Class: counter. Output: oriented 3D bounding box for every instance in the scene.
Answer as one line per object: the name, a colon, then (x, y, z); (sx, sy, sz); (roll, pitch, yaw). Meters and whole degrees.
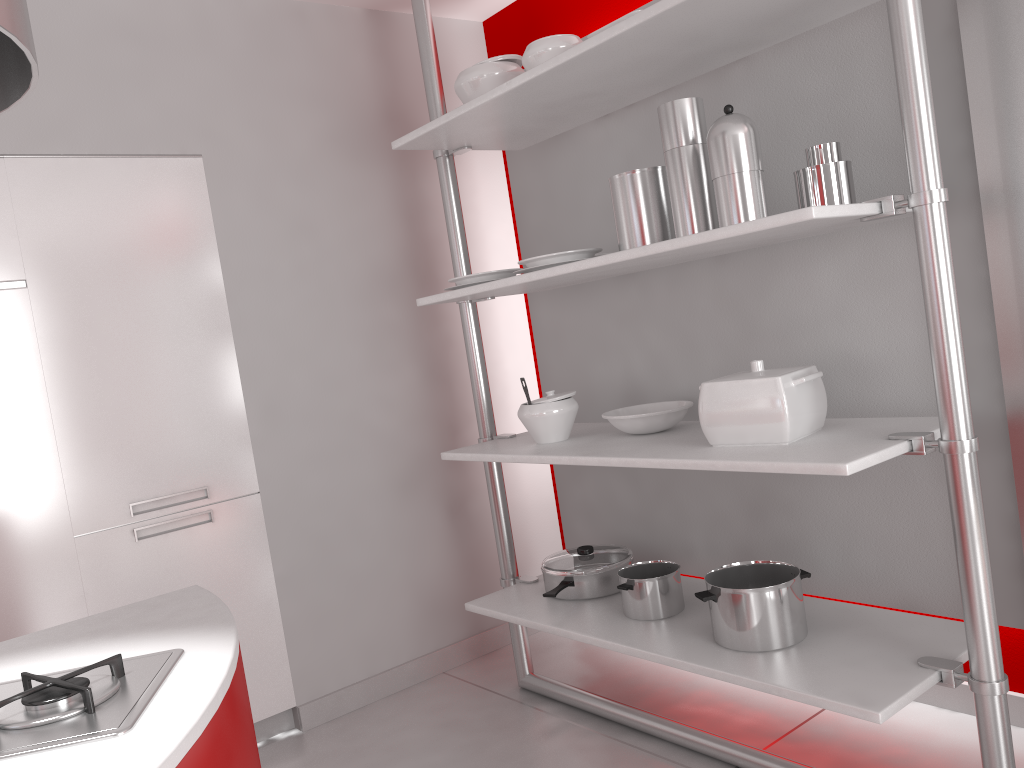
counter: (-1.705, 1.068, 0.782); (2.865, 0.880, 1.868); (-9, 3, -4)

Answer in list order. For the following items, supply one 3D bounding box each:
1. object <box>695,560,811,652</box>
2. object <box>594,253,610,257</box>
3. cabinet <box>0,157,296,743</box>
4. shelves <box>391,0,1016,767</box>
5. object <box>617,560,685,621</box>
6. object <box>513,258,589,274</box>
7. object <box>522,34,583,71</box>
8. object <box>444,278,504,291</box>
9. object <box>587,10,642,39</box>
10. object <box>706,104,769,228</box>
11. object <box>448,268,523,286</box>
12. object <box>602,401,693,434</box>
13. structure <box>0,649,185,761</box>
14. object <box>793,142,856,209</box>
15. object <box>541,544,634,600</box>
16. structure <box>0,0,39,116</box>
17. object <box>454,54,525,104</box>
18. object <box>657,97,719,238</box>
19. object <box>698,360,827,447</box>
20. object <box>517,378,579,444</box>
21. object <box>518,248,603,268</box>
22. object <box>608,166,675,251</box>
object: (0.626, 0.567, 2.278); (0.240, 0.161, 0.259); (-6, 4, 36)
object: (0.220, -0.374, 2.804); (0.244, 0.042, 0.244); (-5, 5, 44)
cabinet: (-2.019, 0.429, 2.590); (2.398, 2.026, 0.614); (-11, 4, -37)
shelves: (0.363, -0.221, 2.474); (0.535, 2.599, 1.735); (-11, 4, -37)
object: (0.407, 0.601, 2.591); (0.182, 0.122, 0.196); (-8, 3, 11)
object: (0.141, -0.331, 2.527); (0.280, 0.015, 0.280); (-9, 3, -8)
object: (0.127, -0.918, 2.545); (0.192, 0.153, 0.192); (-10, 4, -24)
object: (-0.079, -0.316, 2.837); (0.280, 0.015, 0.280); (-9, 3, 0)
object: (0.328, -0.920, 2.322); (0.200, 0.030, 0.200); (-11, 4, -37)
object: (0.502, -0.487, 1.983); (0.115, 0.274, 0.115); (-5, 5, 45)
object: (-0.081, -0.329, 2.836); (0.244, 0.042, 0.244); (-6, 4, 37)
object: (0.407, 0.108, 2.640); (0.272, 0.072, 0.272); (-8, 3, 17)
structure: (-0.697, 0.426, 1.164); (0.457, 0.037, 0.303); (-9, 3, -7)
object: (0.713, -0.463, 2.027); (0.127, 0.157, 0.127); (-10, 4, -27)
object: (0.208, 0.610, 2.900); (0.407, 0.130, 0.308); (-11, 4, -30)
structure: (-0.890, -0.767, 0.830); (0.644, 0.958, 0.644); (-8, 4, 19)
object: (-0.063, -0.922, 2.787); (0.231, 0.191, 0.231); (-9, 3, 3)
object: (0.430, -0.513, 2.149); (0.110, 0.329, 0.109); (-12, 4, -40)
object: (0.619, 0.039, 2.198); (0.282, 0.197, 0.235); (-6, 5, 43)
object: (0.111, 0.073, 2.768); (0.192, 0.214, 0.192); (-6, 4, 39)
object: (0.139, -0.345, 2.526); (0.244, 0.042, 0.244); (-6, 4, 37)
object: (0.350, -0.451, 2.339); (0.172, 0.205, 0.184); (-11, 4, -32)
